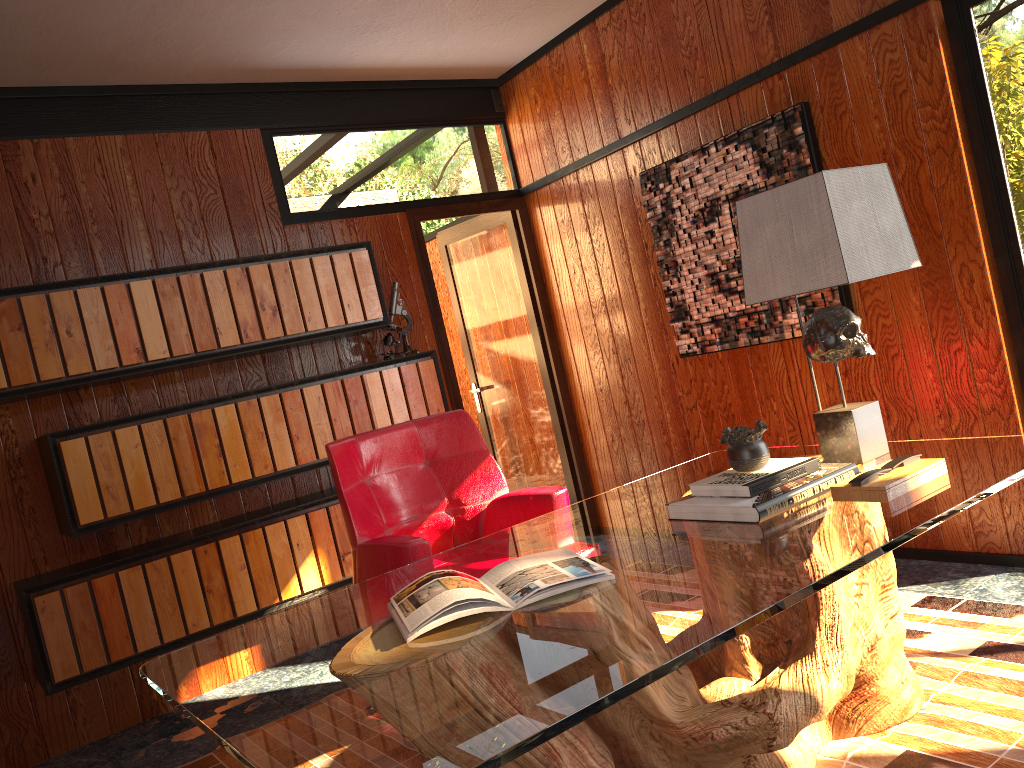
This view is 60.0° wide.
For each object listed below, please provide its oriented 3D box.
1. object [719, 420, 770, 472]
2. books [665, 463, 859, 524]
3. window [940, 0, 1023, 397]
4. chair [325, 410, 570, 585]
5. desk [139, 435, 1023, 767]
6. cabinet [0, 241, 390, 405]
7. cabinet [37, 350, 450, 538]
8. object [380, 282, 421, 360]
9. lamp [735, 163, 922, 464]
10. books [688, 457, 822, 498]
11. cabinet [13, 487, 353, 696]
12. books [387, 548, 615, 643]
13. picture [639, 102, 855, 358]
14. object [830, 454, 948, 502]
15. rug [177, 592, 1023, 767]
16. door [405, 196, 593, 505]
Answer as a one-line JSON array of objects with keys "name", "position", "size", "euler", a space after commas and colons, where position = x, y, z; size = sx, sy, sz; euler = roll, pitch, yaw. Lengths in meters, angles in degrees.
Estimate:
[{"name": "object", "position": [0.567, 0.154, 2.149], "size": [0.121, 0.114, 0.118], "euler": [-15, 3, -40]}, {"name": "books", "position": [0.598, 0.257, 2.119], "size": [0.366, 0.040, 0.286], "euler": [-14, 3, -34]}, {"name": "window", "position": [2.221, -0.767, 2.066], "size": [0.085, 2.580, 2.260], "euler": [-14, 3, -34]}, {"name": "chair", "position": [-0.193, 0.592, 2.919], "size": [0.621, 0.956, 0.839], "euler": [-14, 3, -34]}, {"name": "desk", "position": [0.328, 0.668, 1.996], "size": [1.900, 0.632, 1.150], "euler": [-14, 3, -34]}, {"name": "cabinet", "position": [-1.336, -0.273, 3.662], "size": [1.653, 0.390, 0.321], "euler": [-14, 3, -34]}, {"name": "cabinet", "position": [-1.054, 0.213, 3.793], "size": [1.653, 0.390, 0.321], "euler": [-14, 3, -34]}, {"name": "object", "position": [-0.555, -0.297, 4.136], "size": [0.181, 0.354, 0.142], "euler": [-13, 2, 2]}, {"name": "lamp", "position": [0.850, -0.164, 2.300], "size": [0.316, 0.732, 0.316], "euler": [-14, 3, -34]}, {"name": "books", "position": [0.583, 0.224, 2.134], "size": [0.249, 0.029, 0.198], "euler": [-14, 2, -32]}, {"name": "cabinet", "position": [-1.098, 0.755, 3.700], "size": [1.653, 0.390, 0.321], "euler": [-14, 3, -34]}, {"name": "books", "position": [-0.039, 0.410, 1.833], "size": [0.422, 0.049, 0.300], "euler": [-14, 2, -15]}, {"name": "picture", "position": [0.936, -0.588, 3.710], "size": [0.061, 0.873, 0.916], "euler": [-14, 3, -34]}, {"name": "object", "position": [0.832, 0.204, 1.959], "size": [0.238, 0.049, 0.135], "euler": [-14, 3, -34]}, {"name": "rug", "position": [0.276, 0.978, 2.526], "size": [2.439, 0.042, 2.410], "euler": [-14, 3, -34]}, {"name": "door", "position": [-0.212, 0.035, 5.000], "size": [0.751, 1.955, 0.734], "euler": [-14, 3, -34]}]
